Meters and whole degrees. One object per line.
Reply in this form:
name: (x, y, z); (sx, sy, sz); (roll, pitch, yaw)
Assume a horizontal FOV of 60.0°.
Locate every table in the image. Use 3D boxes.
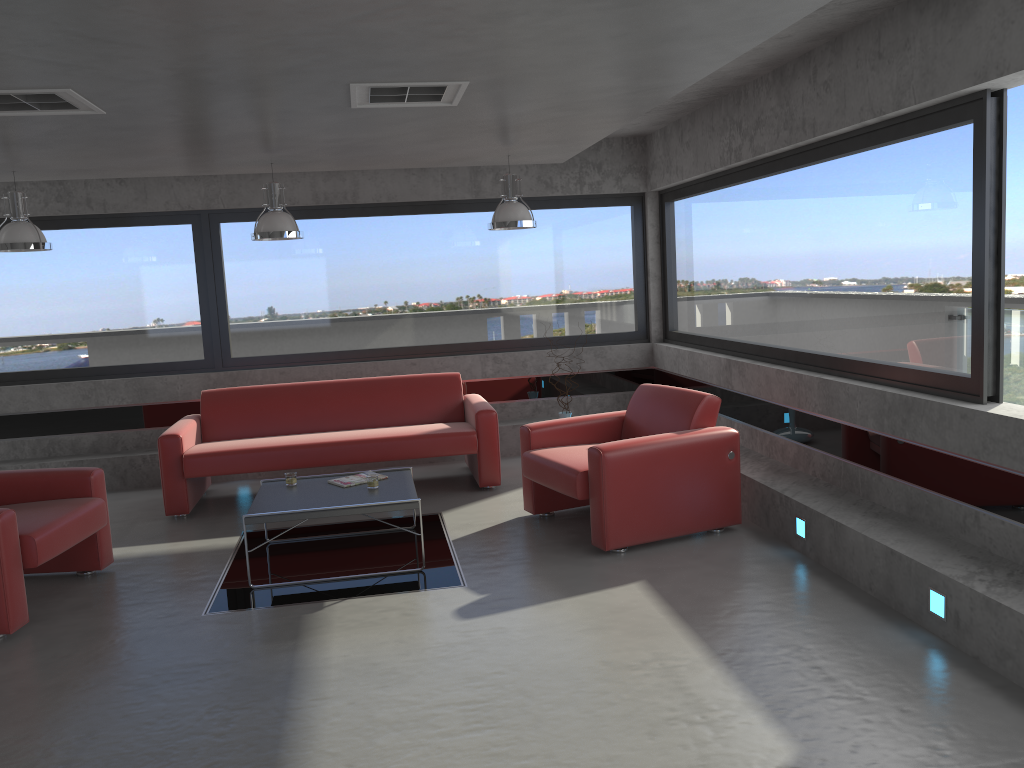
table: (-1.105, 0.880, 5.632); (1.018, 0.436, 0.994); (-4, 7, -9)

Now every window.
window: (-2.571, -0.894, 8.343); (7.800, 1.364, 0.003); (-4, 7, -9)
window: (1.942, -0.919, 6.570); (0.003, 1.364, 4.583); (-4, 7, -9)

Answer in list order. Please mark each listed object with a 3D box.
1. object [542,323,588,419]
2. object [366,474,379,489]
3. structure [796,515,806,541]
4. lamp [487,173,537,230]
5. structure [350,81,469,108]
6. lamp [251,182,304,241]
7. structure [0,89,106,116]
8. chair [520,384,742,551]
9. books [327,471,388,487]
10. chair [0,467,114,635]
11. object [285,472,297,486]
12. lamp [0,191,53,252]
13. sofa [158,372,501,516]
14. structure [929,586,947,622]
object: (0.513, 0.063, 8.070); (0.466, 1.289, 0.531); (-3, 7, 4)
object: (-0.885, 0.621, 5.638); (0.079, 0.077, 0.079); (-3, 7, -1)
structure: (1.701, 0.847, 5.220); (0.004, 0.123, 0.123); (-4, 7, -9)
lamp: (-0.009, -1.434, 6.966); (0.389, 0.422, 0.388); (-6, 7, -20)
structure: (-0.533, -1.566, 4.445); (0.563, 0.240, 0.563); (-4, 7, -9)
lamp: (-1.781, -1.305, 6.683); (0.388, 0.422, 0.389); (-4, 7, -9)
structure: (-2.295, -1.437, 4.163); (0.563, 0.240, 0.563); (-4, 7, -9)
chair: (0.726, 0.488, 5.988); (1.130, 0.854, 1.196); (-6, 8, -24)
books: (-1.020, 0.628, 5.871); (0.326, 0.022, 0.228); (-9, 9, -39)
chair: (-3.031, 0.806, 5.036); (1.130, 0.854, 1.196); (-3, 7, 1)
object: (-1.456, 0.626, 5.846); (0.079, 0.077, 0.079); (-6, 8, -26)
lamp: (-3.554, -1.175, 6.399); (0.388, 0.422, 0.389); (-4, 7, -9)
sofa: (-1.464, 0.438, 7.363); (2.626, 0.854, 1.120); (-4, 7, -9)
structure: (1.909, 0.987, 3.980); (0.004, 0.123, 0.123); (-4, 7, -9)
